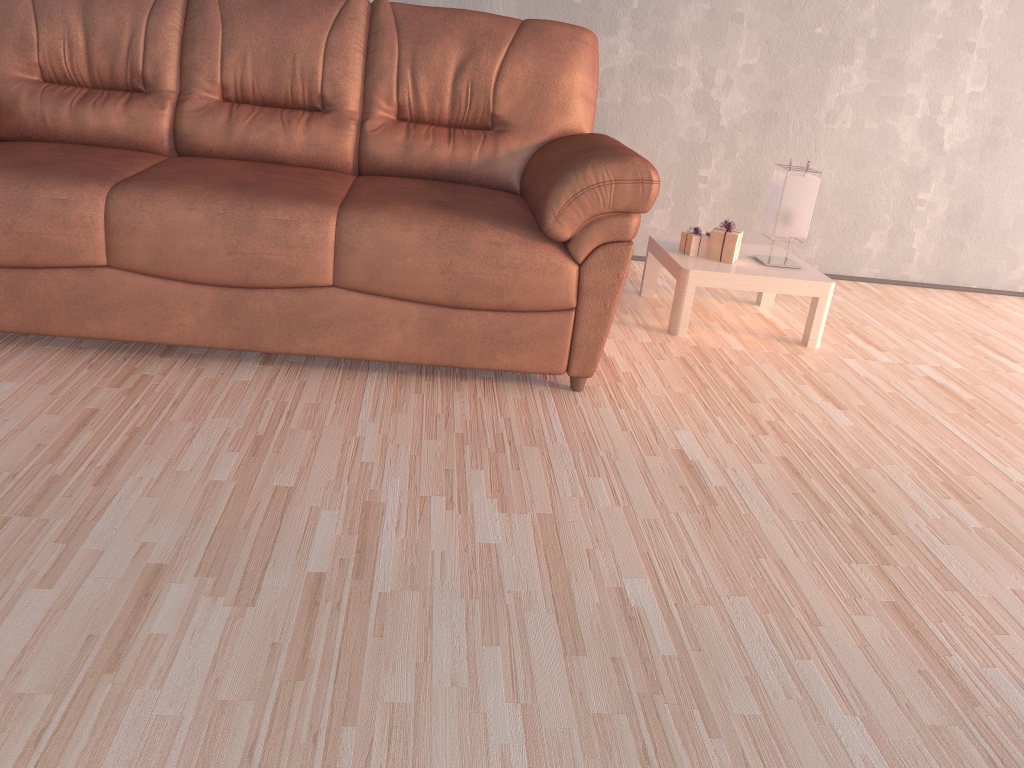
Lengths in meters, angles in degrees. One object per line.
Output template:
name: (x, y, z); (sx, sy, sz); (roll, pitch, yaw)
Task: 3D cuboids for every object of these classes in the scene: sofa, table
sofa: (-0.747, -0.682, 2.593); (2.202, 0.923, 0.981); (4, 21, -6)
table: (0.814, -0.357, 3.311); (0.548, 0.241, 0.548); (4, 21, -6)

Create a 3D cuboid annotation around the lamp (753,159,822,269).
lamp: (0.990, -0.613, 3.180); (0.140, 0.376, 0.140); (4, 21, -6)

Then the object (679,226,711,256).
object: (0.688, -0.525, 3.233); (0.152, 0.105, 0.080); (-9, 26, -35)

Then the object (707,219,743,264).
object: (0.763, -0.515, 3.166); (0.099, 0.147, 0.102); (15, 23, 20)
